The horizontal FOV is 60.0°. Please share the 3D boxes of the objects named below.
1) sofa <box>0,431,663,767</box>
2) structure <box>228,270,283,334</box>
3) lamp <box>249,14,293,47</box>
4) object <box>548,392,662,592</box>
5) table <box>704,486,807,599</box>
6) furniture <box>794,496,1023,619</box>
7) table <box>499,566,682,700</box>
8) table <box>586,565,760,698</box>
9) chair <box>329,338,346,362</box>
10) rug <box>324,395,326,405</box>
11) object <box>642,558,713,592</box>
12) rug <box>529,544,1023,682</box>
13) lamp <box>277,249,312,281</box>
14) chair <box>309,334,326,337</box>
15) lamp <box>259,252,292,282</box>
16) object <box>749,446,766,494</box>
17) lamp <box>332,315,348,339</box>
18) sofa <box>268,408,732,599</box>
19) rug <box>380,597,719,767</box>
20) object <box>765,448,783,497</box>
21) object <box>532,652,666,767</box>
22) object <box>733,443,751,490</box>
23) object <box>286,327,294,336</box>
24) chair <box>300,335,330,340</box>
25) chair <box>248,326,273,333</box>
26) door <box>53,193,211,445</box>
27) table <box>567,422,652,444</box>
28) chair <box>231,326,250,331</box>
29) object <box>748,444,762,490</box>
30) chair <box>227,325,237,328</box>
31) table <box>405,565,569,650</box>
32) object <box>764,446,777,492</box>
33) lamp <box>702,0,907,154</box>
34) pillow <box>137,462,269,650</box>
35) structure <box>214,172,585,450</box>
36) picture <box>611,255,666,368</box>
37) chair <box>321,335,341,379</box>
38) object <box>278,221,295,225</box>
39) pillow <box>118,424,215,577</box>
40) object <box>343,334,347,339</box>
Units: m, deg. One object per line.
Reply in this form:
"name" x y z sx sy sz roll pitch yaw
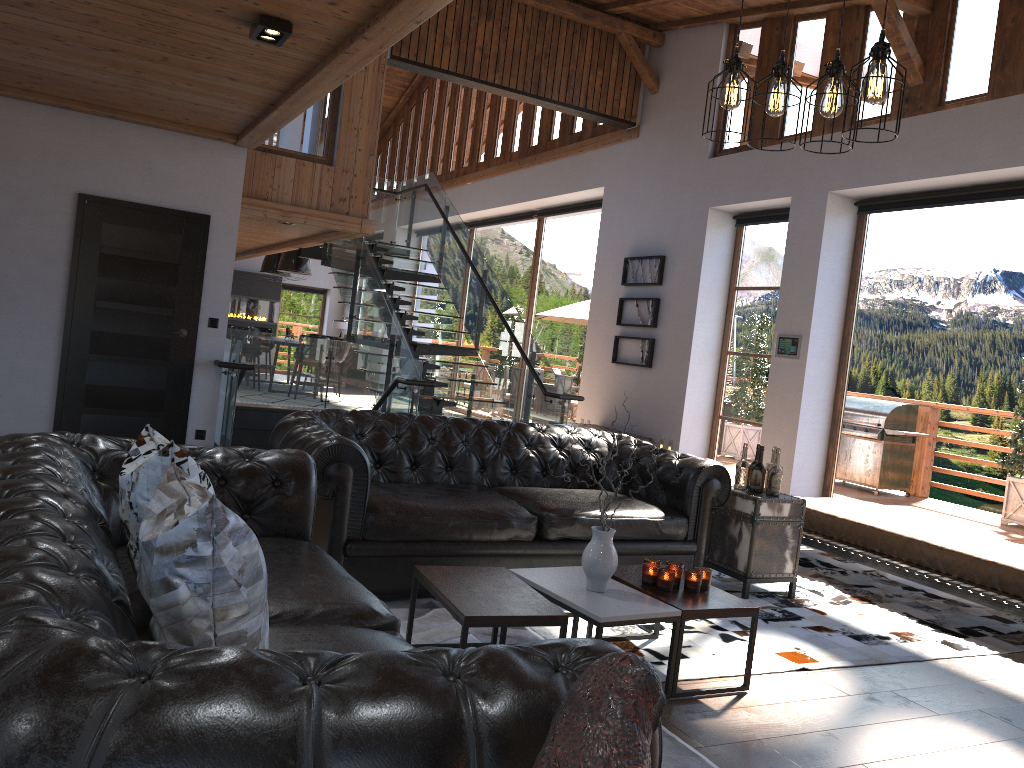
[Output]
"sofa" -0.854 0.683 2.328 1.251 0.838 2.543 6 2 -28
"structure" -6.143 -1.748 20.384 1.458 1.649 0.429 6 2 -28
"lamp" -1.153 -1.695 4.236 0.157 0.068 0.259 6 3 -28
"object" 0.395 0.436 3.645 0.409 0.808 0.616 6 2 -16
"table" 1.471 0.957 5.400 0.409 0.609 0.414 6 2 -28
"furniture" 2.811 1.185 5.922 1.186 0.436 2.735 6 3 -27
"table" 0.301 1.009 3.617 0.404 0.350 0.644 6 2 -33
"table" 0.678 1.046 3.847 0.404 0.350 0.644 6 2 -28
"chair" -3.298 -0.303 16.254 0.572 1.091 0.501 6 2 -19
"rug" -4.256 0.123 16.206 2.575 0.047 5.582 6 3 -28
"object" 0.711 0.833 3.826 0.301 0.081 0.247 7 2 11
"rug" 1.551 1.242 5.486 3.843 0.053 2.411 6 3 -27
"lamp" -3.677 -4.200 15.995 0.617 4.683 0.625 7 1 17
"chair" -4.083 -0.472 17.829 0.574 1.091 0.499 6 2 -29
"lamp" -4.392 -4.344 17.395 0.617 4.683 0.625 7 1 17
"object" 1.497 0.515 5.369 0.087 0.286 0.088 8 2 40
"lamp" -4.005 -1.260 20.829 0.473 0.725 0.467 6 2 -19
"sofa" -0.103 0.660 5.123 2.590 0.838 1.228 6 2 -29
"rug" -0.726 1.065 3.029 2.454 0.053 4.009 6 3 -27
"object" 1.582 0.527 5.323 0.088 0.286 0.087 6 2 -18
"object" 0.095 0.505 1.083 0.149 0.319 0.249 7 2 14
"object" 1.414 0.503 5.421 0.086 0.286 0.088 8 2 39
"object" -4.148 -0.936 16.587 0.115 0.253 0.223 8 2 25
"chair" -3.364 -0.261 14.764 0.509 1.091 0.563 6 2 -29
"chair" -5.218 -0.629 18.280 0.509 1.091 0.563 6 2 -29
"door" -2.947 -0.366 6.875 0.950 2.054 0.142 6 2 -28
"table" 1.003 0.765 10.479 0.690 0.469 1.243 6 2 -28
"chair" -4.664 -0.447 15.461 0.574 1.091 0.499 6 2 -29
"object" 1.508 0.512 5.466 0.087 0.286 0.088 7 1 12
"chair" -5.140 -0.538 16.284 0.575 1.091 0.498 5 2 -44
"table" -0.119 0.965 3.432 0.403 0.350 0.645 6 2 -23
"object" 1.595 0.524 5.440 0.088 0.286 0.087 7 1 -15
"lamp" 1.153 -1.931 3.149 0.264 2.201 0.794 6 2 -37
"pillow" -0.644 0.413 1.872 0.286 0.469 0.524 6 2 -25
"structure" -0.260 0.366 12.703 9.297 6.395 10.928 6 2 -28
"picture" 1.507 -0.873 10.630 0.060 1.311 0.767 6 2 -27
"chair" -3.607 -0.381 17.005 0.575 1.091 0.498 5 2 -44
"object" -2.402 -1.754 9.499 0.157 0.068 0.259 6 3 -28
"pillow" -0.949 0.352 2.470 0.286 0.469 0.524 6 2 -25
"object" -3.805 -0.997 20.369 0.151 0.287 0.496 6 2 -27
